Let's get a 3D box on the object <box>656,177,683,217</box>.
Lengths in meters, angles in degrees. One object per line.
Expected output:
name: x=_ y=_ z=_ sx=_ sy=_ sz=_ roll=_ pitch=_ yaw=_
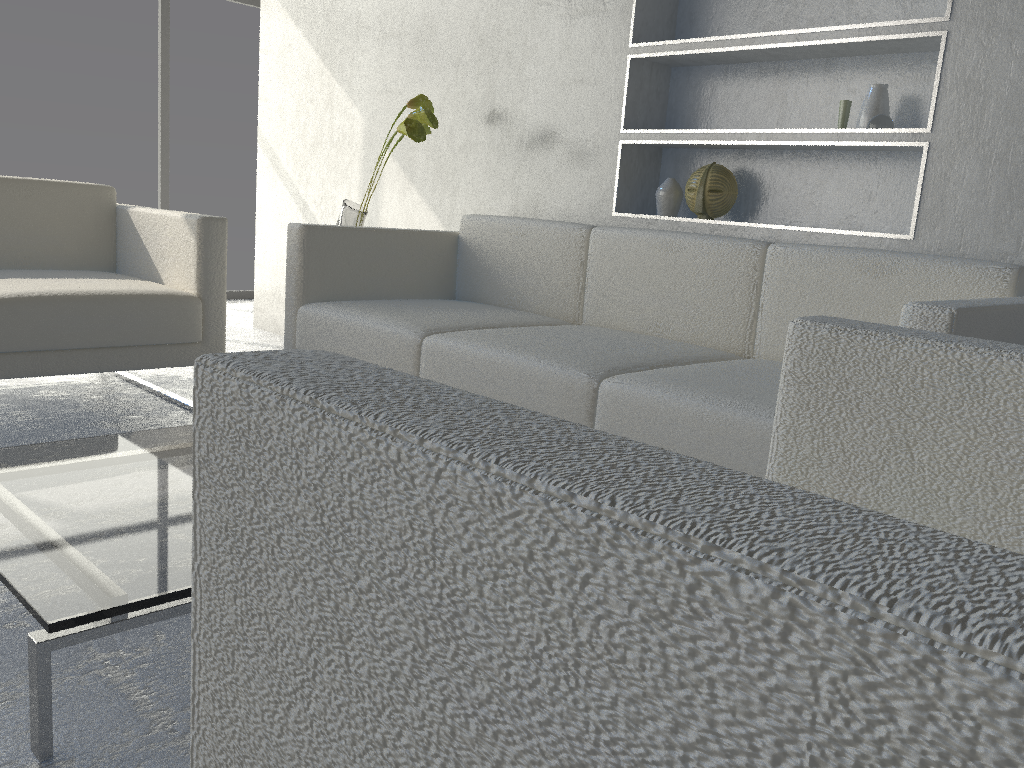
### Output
object: x=0.492 y=-0.581 z=2.778 sx=0.086 sy=0.128 sz=0.086 roll=-3 pitch=14 yaw=-34

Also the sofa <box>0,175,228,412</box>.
sofa: x=-1.794 y=-0.232 z=2.271 sx=0.821 sy=0.658 sz=1.881 roll=15 pitch=15 yaw=43

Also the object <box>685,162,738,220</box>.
object: x=0.581 y=-0.576 z=2.653 sx=0.163 sy=0.179 sz=0.088 roll=12 pitch=13 yaw=33

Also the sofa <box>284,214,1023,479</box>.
sofa: x=0.256 y=-0.070 z=2.290 sx=1.881 sy=0.658 sz=0.821 roll=15 pitch=15 yaw=43

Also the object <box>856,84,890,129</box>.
object: x=0.943 y=-0.709 z=2.305 sx=0.079 sy=0.130 sz=0.079 roll=15 pitch=15 yaw=41

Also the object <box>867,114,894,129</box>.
object: x=0.932 y=-0.656 z=2.242 sx=0.064 sy=0.050 sz=0.064 roll=-5 pitch=15 yaw=-39

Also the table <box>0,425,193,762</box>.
table: x=-0.512 y=0.259 z=1.527 sx=0.730 sy=0.190 sz=0.773 roll=15 pitch=15 yaw=43

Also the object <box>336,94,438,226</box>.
object: x=-0.454 y=-0.470 z=3.019 sx=0.387 sy=1.051 sz=0.400 roll=1 pitch=12 yaw=-18

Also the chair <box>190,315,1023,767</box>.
chair: x=0.340 y=0.283 z=0.536 sx=0.821 sy=0.662 sz=0.748 roll=15 pitch=15 yaw=43

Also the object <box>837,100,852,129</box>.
object: x=0.886 y=-0.708 z=2.371 sx=0.074 sy=0.094 sz=0.074 roll=6 pitch=11 yaw=8

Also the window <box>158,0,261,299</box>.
window: x=-2.580 y=-1.616 z=4.244 sx=0.037 sy=2.477 sz=4.080 roll=15 pitch=15 yaw=43
